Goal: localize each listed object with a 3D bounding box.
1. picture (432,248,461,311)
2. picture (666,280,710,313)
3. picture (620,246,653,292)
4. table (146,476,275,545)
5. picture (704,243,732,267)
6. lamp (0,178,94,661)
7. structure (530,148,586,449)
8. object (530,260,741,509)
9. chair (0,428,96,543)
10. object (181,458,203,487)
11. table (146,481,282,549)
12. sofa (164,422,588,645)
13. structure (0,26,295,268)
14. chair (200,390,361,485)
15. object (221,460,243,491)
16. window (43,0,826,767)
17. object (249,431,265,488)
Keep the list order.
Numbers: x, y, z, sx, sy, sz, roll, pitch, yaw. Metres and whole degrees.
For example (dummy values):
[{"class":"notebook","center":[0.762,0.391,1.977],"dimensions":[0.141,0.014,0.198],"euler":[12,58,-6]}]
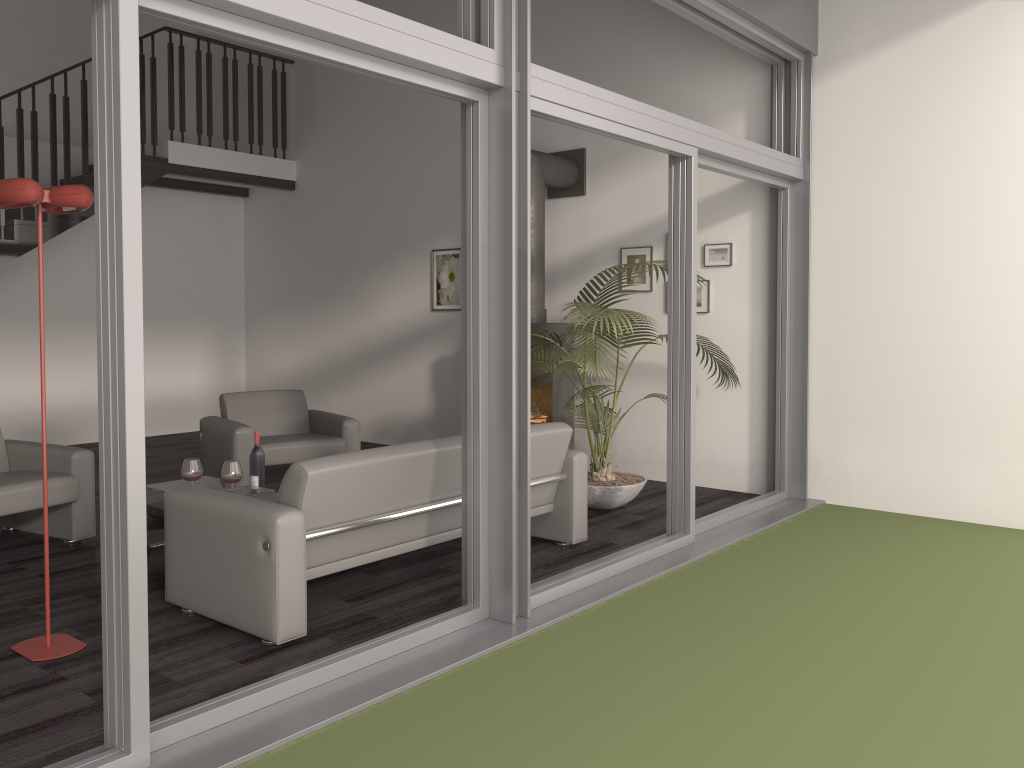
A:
[{"class":"picture","center":[-0.603,-0.978,8.317],"dimensions":[0.394,0.577,0.026],"euler":[2,3,39]},{"class":"picture","center":[1.335,-0.661,6.728],"dimensions":[0.360,0.244,0.015],"euler":[3,4,39]},{"class":"picture","center":[0.984,-0.905,7.008],"dimensions":[0.288,0.352,0.015],"euler":[2,3,39]},{"class":"table","center":[-1.672,0.740,4.873],"dimensions":[0.681,0.341,0.400],"euler":[3,5,39]},{"class":"picture","center":[1.525,-0.954,6.559],"dimensions":[0.221,0.166,0.015],"euler":[3,3,39]},{"class":"lamp","center":[-1.800,0.131,3.407],"dimensions":[0.365,1.785,0.353],"euler":[2,3,39]},{"class":"structure","center":[0.353,-0.606,7.335],"dimensions":[0.819,2.671,1.117],"euler":[2,3,39]},{"class":"object","center":[0.470,0.000,6.013],"dimensions":[1.719,1.664,2.122],"euler":[2,4,34]},{"class":"chair","center":[-2.949,0.562,4.861],"dimensions":[0.910,0.716,0.964],"euler":[2,4,29]},{"class":"object","center":[-1.762,0.491,4.881],"dimensions":[0.116,0.155,0.116],"euler":[-3,4,-42]},{"class":"table","center":[-1.417,0.771,5.184],"dimensions":[0.601,0.249,1.202],"euler":[3,5,39]},{"class":"sofa","center":[-0.575,0.591,4.462],"dimensions":[0.902,0.716,2.117],"euler":[3,5,39]},{"class":"structure","center":[-4.530,-1.362,7.969],"dimensions":[1.001,4.088,6.350],"euler":[2,4,39]},{"class":"chair","center":[-1.718,0.431,6.594],"dimensions":[0.964,0.716,0.911],"euler":[-3,4,-35]},{"class":"object","center":[-1.519,0.496,4.813],"dimensions":[0.116,0.155,0.116],"euler":[2,3,30]},{"class":"window","center":[-1.070,-0.634,2.436],"dimensions":[0.385,3.466,9.757],"euler":[2,4,39]},{"class":"object","center":[-1.484,0.462,5.162],"dimensions":[0.093,0.370,0.093],"euler":[2,3,38]}]
